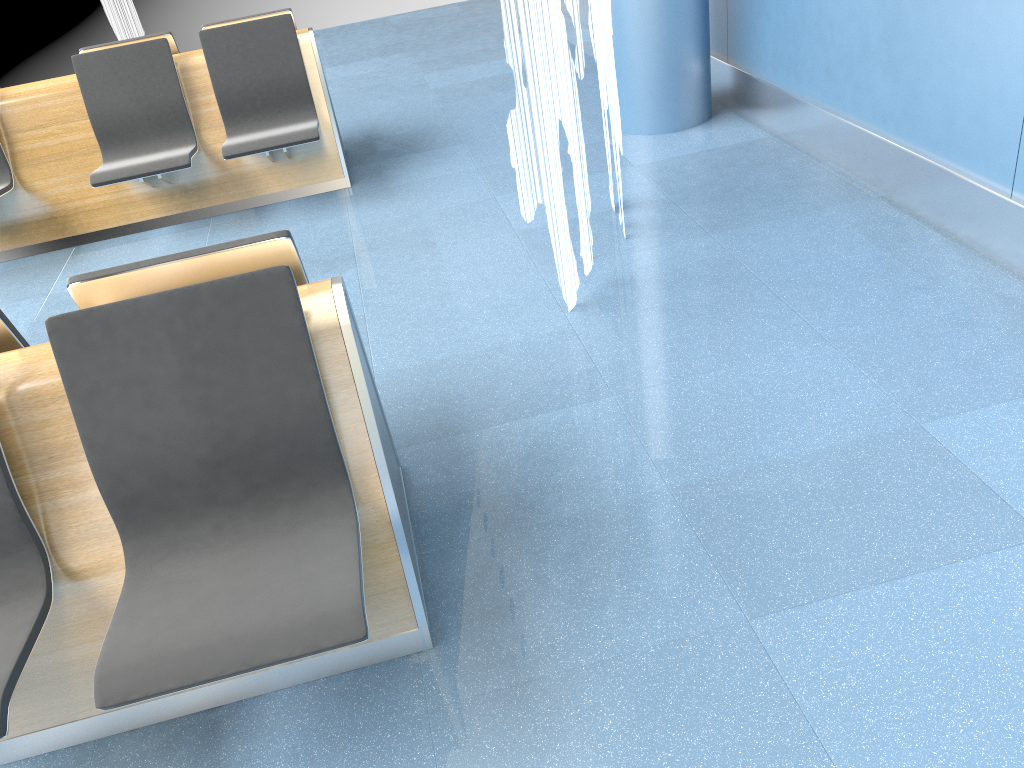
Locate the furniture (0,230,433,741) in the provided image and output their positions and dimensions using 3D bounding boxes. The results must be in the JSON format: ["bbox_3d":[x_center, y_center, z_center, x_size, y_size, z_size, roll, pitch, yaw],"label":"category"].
[{"bbox_3d":[-1.427,0.325,2.017,2.281,0.896,1.301,-14,32,-6],"label":"furniture"}]

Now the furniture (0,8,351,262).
[{"bbox_3d":[-2.140,-1.386,4.892,2.281,0.896,1.301,-14,32,-6],"label":"furniture"}]
